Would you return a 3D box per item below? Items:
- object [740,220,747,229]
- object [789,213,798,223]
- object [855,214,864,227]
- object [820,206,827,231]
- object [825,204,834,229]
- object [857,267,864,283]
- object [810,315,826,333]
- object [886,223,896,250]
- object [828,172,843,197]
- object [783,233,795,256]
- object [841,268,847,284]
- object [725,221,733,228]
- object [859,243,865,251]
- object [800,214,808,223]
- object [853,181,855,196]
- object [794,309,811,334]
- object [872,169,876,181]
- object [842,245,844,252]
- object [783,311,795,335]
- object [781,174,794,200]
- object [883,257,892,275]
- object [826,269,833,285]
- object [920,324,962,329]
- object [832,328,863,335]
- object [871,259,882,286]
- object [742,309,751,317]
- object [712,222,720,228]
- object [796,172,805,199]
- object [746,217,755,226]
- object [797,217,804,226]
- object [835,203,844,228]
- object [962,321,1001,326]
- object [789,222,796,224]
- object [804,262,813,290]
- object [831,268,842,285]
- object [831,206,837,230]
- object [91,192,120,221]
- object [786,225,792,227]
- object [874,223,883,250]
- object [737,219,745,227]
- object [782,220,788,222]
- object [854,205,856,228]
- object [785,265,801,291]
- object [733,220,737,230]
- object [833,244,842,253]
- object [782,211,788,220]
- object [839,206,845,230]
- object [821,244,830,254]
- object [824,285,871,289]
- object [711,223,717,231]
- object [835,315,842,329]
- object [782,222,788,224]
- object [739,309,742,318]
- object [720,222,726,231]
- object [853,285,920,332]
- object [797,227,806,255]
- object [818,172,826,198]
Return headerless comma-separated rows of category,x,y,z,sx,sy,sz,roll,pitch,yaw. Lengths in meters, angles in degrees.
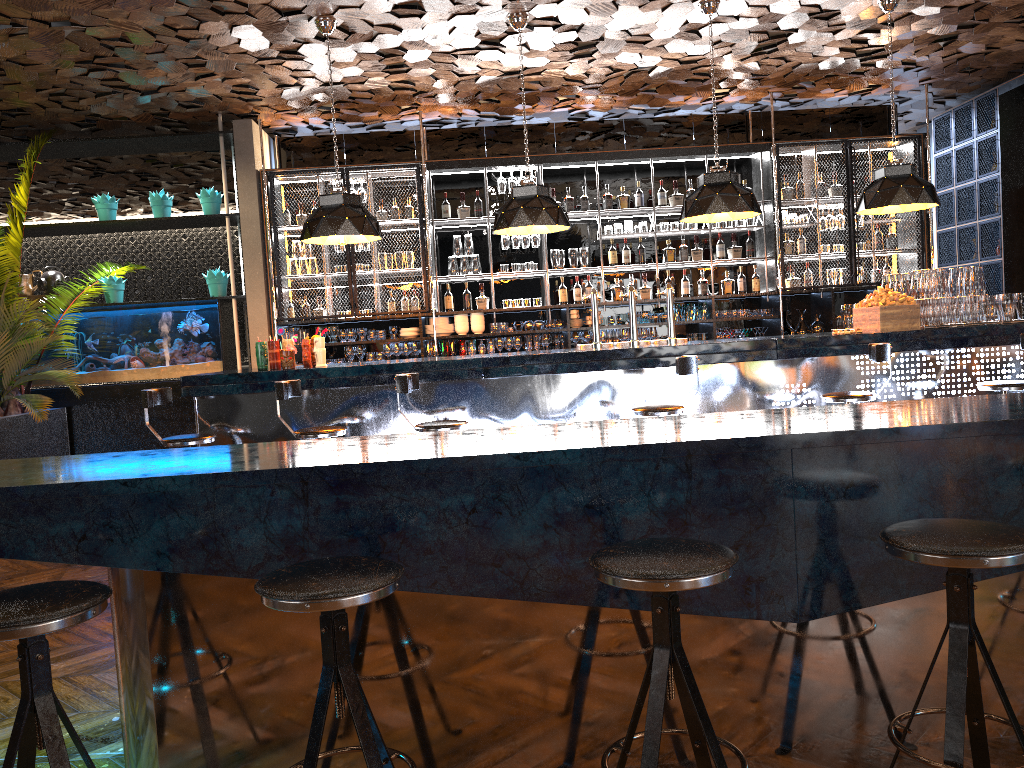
object,2.438,-1.680,9.340,0.089,0.092,0.089,-1,4,37
object,2.916,-1.722,9.205,0.089,0.092,0.089,-2,3,24
object,3.596,-1.754,9.191,0.092,0.244,0.092,-4,3,-8
object,3.278,-1.743,9.344,0.092,0.244,0.092,-4,3,-8
object,3.284,-1.734,9.180,0.092,0.244,0.092,-4,3,-8
object,3.604,-1.111,9.230,0.105,0.209,0.105,-5,3,-17
object,3.166,-0.592,9.184,0.158,0.248,0.158,-4,3,-8
object,3.980,-1.541,9.309,0.083,0.282,0.083,-3,3,8
object,3.372,-2.072,9.258,0.123,0.279,0.123,-3,3,2
object,2.880,-1.452,9.269,0.151,0.248,0.094,-3,3,7
object,3.493,-1.108,9.285,0.105,0.209,0.105,-5,3,-17
object,2.251,-1.660,9.202,0.089,0.092,0.089,-4,3,-3
object,3.644,-1.424,9.259,0.089,0.092,0.089,-5,3,-18
object,3.027,-1.708,9.198,0.089,0.092,0.089,-6,4,-41
object,3.529,-2.084,9.263,0.083,0.282,0.083,-5,3,-17
object,3.021,-0.618,9.234,0.170,0.313,0.170,-4,3,-8
object,3.811,-2.101,9.273,0.083,0.282,0.083,-3,3,13
object,3.466,-1.420,9.380,0.089,0.092,0.089,-5,4,-26
object,2.843,-0.604,9.228,0.186,0.307,0.186,-3,3,4
object,2.855,-2.037,9.224,0.123,0.279,0.123,-3,3,7
object,3.951,-1.184,9.341,0.086,0.298,0.086,-7,4,-43
object,3.364,-1.102,9.333,0.105,0.209,0.105,-5,3,-17
object,3.020,-0.417,6.423,0.273,0.019,0.437,-4,3,-2
object,2.368,-0.369,6.287,0.198,0.045,0.377,-1,4,36
object,3.827,-1.168,9.323,0.083,0.282,0.083,-5,3,-17
object,2.402,-0.726,9.091,0.084,0.082,0.084,-5,3,-20
object,2.108,-1.649,9.167,0.089,0.092,0.089,-4,3,-16
object,3.004,-2.058,9.246,0.086,0.297,0.086,-7,4,-43
object,2.467,-1.672,9.178,0.089,0.092,0.089,-4,3,-16
object,3.043,-1.718,9.362,0.089,0.092,0.089,-2,3,24
object,3.394,-1.741,9.184,0.092,0.244,0.092,-4,3,-8
object,3.301,-0.436,6.443,0.273,0.019,0.437,-4,3,-2
object,2.917,-1.702,9.206,0.089,0.092,0.089,-2,3,24
object,3.103,-1.130,9.299,0.086,0.299,0.086,-7,4,-43
object,3.376,-1.097,9.218,0.105,0.209,0.105,-5,3,-17
object,3.387,-1.750,9.348,0.092,0.244,0.092,-4,3,-8
object,-4.075,-1.760,8.892,0.265,0.325,0.245,-6,4,-38
object,2.943,-1.712,9.365,0.089,0.092,0.089,-6,4,-41
object,3.844,-1.541,9.307,0.086,0.299,0.086,-7,4,-43
object,2.367,-1.666,9.168,0.089,0.092,0.089,-1,4,37
object,2.812,-1.716,9.177,0.089,0.092,0.089,-2,3,24
object,3.589,-1.763,9.356,0.092,0.244,0.092,-4,3,-8
object,2.936,-1.107,9.277,0.123,0.279,0.123,-4,3,-13
object,2.329,-1.672,9.324,0.089,0.092,0.089,-4,3,-16
object,3.401,-1.409,9.266,0.089,0.092,0.089,-4,3,-1
object,2.810,-1.742,9.175,0.089,0.092,0.089,-2,3,24
object,3.486,-1.756,9.352,0.092,0.244,0.092,-4,3,-8
object,3.251,-1.397,9.204,0.089,0.092,0.089,-5,3,-18
object,3.496,-1.011,9.263,0.437,0.019,0.273,-4,3,-2
object,2.126,-1.658,9.307,0.089,0.092,0.089,-1,4,42
object,3.356,-0.592,9.122,0.079,0.231,0.079,-1,4,34
object,2.813,-1.694,9.178,0.089,0.092,0.089,-2,3,24
object,2.380,-0.730,9.188,0.084,0.082,0.084,-3,3,4
object,2.223,-1.666,9.345,0.089,0.092,0.089,-4,3,-16
object,2.705,-0.548,6.388,0.340,0.332,0.464,-4,3,1
object,3.032,-1.488,9.288,0.086,0.298,0.086,-7,4,-43
object,3.217,-2.064,9.251,0.083,0.282,0.083,-4,3,-2
